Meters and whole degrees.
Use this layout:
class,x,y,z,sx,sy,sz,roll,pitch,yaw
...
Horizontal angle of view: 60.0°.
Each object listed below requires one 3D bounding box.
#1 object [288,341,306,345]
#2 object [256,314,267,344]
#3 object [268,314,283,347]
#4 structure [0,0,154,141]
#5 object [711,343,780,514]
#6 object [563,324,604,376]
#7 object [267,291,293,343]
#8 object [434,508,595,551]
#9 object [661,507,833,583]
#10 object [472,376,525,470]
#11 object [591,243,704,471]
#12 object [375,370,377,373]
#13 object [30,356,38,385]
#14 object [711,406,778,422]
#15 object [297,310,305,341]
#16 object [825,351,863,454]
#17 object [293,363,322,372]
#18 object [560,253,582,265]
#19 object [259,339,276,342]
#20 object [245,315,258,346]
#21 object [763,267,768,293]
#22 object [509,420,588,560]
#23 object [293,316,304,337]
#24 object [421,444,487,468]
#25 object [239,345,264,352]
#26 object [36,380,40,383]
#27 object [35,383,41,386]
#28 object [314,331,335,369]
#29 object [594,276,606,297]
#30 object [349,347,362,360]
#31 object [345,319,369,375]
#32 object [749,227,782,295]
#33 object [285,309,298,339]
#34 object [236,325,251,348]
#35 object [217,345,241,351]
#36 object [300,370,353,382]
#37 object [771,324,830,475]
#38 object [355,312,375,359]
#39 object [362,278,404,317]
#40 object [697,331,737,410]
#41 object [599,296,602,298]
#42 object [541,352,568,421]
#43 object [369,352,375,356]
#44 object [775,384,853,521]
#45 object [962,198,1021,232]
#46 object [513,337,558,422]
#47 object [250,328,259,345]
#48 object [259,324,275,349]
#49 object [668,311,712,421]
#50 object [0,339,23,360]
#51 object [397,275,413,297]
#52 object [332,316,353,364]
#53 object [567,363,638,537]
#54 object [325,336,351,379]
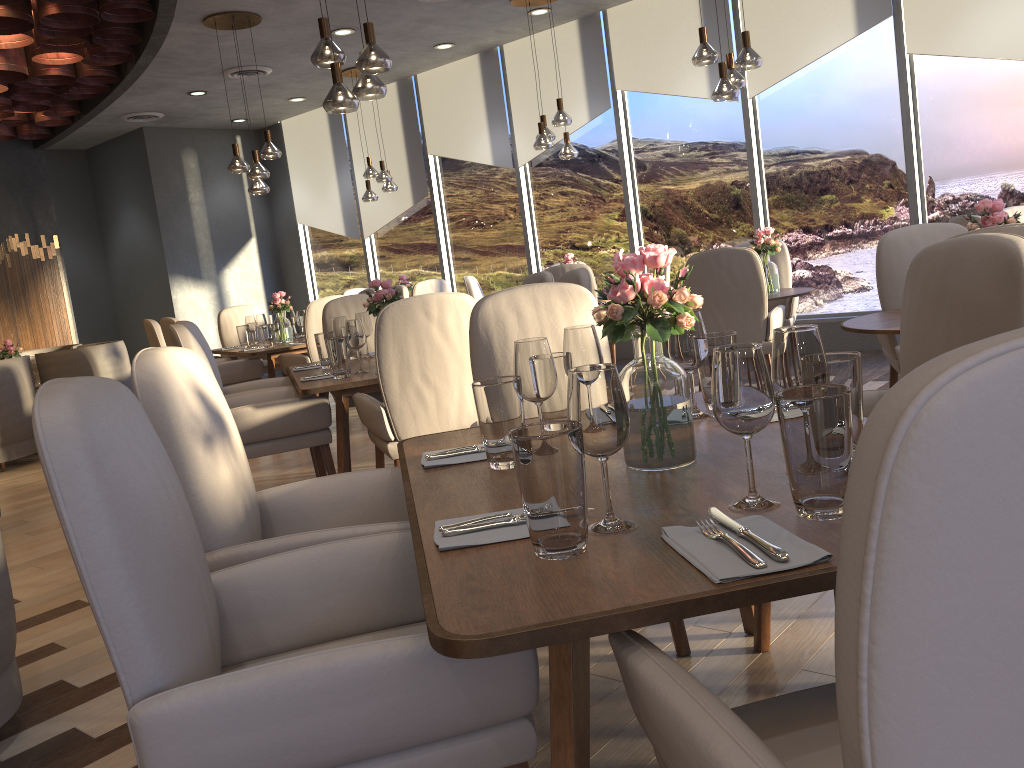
class,x,y,z,sx,sy,sz,roll,pitch,yaw
object,-1.590,-0.316,6.698,0.158,0.019,0.255,-13,10,-35
object,-2.086,-0.464,7.409,0.092,0.243,0.092,-11,7,-28
object,-1.795,-0.408,6.738,0.092,0.243,0.092,-11,7,-29
structure,-3.259,-2.198,4.408,2.759,0.555,9.472,-10,8,-19
object,0.350,0.064,1.326,0.092,0.243,0.092,-11,7,-29
object,0.169,-0.011,2.035,0.092,0.243,0.092,-2,9,43
object,-1.846,-0.537,7.112,0.211,0.414,0.198,-12,8,-36
object,0.002,0.214,1.399,0.255,0.019,0.158,-8,8,-5
object,0.297,0.205,1.189,0.157,0.019,0.256,-9,8,-9
object,-0.020,0.080,1.804,0.102,0.178,0.102,-4,8,31
object,0.258,-0.051,1.646,0.210,0.414,0.199,-5,7,18
object,-0.512,-0.064,3.877,0.158,0.019,0.255,-10,8,-18
object,-4.070,-0.114,7.541,0.092,0.243,0.092,-5,7,24
object,0.571,0.059,1.970,0.255,0.019,0.158,-8,8,-7
object,-1.610,-0.448,6.851,0.092,0.243,0.092,-12,7,-33
object,0.562,0.039,1.546,0.102,0.178,0.102,-8,7,-1
object,-1.006,-0.098,4.584,0.255,0.019,0.158,-10,8,-15
object,0.508,-0.910,7.558,0.197,0.414,0.211,-2,8,38
object,-2.064,-0.377,7.586,0.158,0.019,0.255,-12,9,-30
object,-2.116,-0.432,7.213,0.092,0.243,0.092,-6,6,10
object,1.488,-0.609,5.332,0.102,0.178,0.102,-11,7,-28
object,0.058,0.148,1.238,0.102,0.178,0.103,-5,7,21
object,-1.832,-0.493,7.621,0.102,0.178,0.102,-11,7,-27
object,-0.076,0.145,1.965,0.255,0.019,0.158,-8,8,-5
object,-1.945,-0.277,6.756,0.256,0.019,0.157,-12,9,-31
object,-4.194,-0.013,7.749,0.157,0.019,0.256,-8,8,-2
object,-3.917,-0.009,7.462,0.255,0.019,0.158,-8,8,-1
object,-0.926,-0.168,4.436,0.102,0.178,0.102,-7,7,1
object,0.768,-0.843,7.686,0.102,0.178,0.102,-3,8,35
object,-0.859,-0.224,4.768,0.102,0.178,0.102,-8,7,-8
object,-0.695,-0.167,3.971,0.092,0.243,0.092,-4,7,27
object,1.582,-0.766,5.509,0.210,0.414,0.198,-6,7,13
object,-1.872,-0.507,7.515,0.092,0.243,0.092,-4,7,31
object,-2.150,-0.381,7.115,0.102,0.178,0.102,-9,7,-16
object,-2.266,-0.301,7.232,0.256,0.019,0.157,-12,9,-31
object,-0.836,-0.044,4.037,0.255,0.019,0.158,-10,8,-15
object,0.481,0.027,1.468,0.092,0.243,0.092,-5,7,18
object,-0.778,-0.257,4.696,0.092,0.243,0.092,-12,8,-33
object,-0.613,-0.315,4.355,0.210,0.414,0.198,-8,6,-2
object,0.491,-0.031,2.112,0.102,0.178,0.102,-8,7,-1
object,0.804,-0.745,7.531,0.255,0.019,0.158,-6,8,9
object,0.101,0.019,2.120,0.102,0.178,0.103,-5,7,22
object,-0.709,-0.176,4.862,0.157,0.019,0.255,-9,8,-13
object,0.433,0.097,1.254,0.102,0.178,0.102,-9,7,-13
object,1.807,-0.490,3.319,0.210,0.414,0.198,-8,6,-2
object,0.055,0.027,1.874,0.092,0.243,0.092,-3,8,36
object,-2.183,-0.424,7.454,0.102,0.178,0.102,-3,8,35
object,-1.829,-0.357,6.640,0.102,0.178,0.102,-6,7,14
object,0.409,-0.042,2.034,0.092,0.243,0.092,-2,8,41
object,-4.209,-0.172,7.458,0.198,0.414,0.210,-11,7,-26
object,-1.135,-0.955,9.432,0.198,0.414,0.210,-11,7,-26
object,-0.864,-0.221,4.518,0.092,0.243,0.092,-3,7,33
object,0.133,0.095,1.308,0.092,0.243,0.092,-3,8,36
object,-0.757,-0.114,3.889,0.102,0.178,0.102,-2,9,41
